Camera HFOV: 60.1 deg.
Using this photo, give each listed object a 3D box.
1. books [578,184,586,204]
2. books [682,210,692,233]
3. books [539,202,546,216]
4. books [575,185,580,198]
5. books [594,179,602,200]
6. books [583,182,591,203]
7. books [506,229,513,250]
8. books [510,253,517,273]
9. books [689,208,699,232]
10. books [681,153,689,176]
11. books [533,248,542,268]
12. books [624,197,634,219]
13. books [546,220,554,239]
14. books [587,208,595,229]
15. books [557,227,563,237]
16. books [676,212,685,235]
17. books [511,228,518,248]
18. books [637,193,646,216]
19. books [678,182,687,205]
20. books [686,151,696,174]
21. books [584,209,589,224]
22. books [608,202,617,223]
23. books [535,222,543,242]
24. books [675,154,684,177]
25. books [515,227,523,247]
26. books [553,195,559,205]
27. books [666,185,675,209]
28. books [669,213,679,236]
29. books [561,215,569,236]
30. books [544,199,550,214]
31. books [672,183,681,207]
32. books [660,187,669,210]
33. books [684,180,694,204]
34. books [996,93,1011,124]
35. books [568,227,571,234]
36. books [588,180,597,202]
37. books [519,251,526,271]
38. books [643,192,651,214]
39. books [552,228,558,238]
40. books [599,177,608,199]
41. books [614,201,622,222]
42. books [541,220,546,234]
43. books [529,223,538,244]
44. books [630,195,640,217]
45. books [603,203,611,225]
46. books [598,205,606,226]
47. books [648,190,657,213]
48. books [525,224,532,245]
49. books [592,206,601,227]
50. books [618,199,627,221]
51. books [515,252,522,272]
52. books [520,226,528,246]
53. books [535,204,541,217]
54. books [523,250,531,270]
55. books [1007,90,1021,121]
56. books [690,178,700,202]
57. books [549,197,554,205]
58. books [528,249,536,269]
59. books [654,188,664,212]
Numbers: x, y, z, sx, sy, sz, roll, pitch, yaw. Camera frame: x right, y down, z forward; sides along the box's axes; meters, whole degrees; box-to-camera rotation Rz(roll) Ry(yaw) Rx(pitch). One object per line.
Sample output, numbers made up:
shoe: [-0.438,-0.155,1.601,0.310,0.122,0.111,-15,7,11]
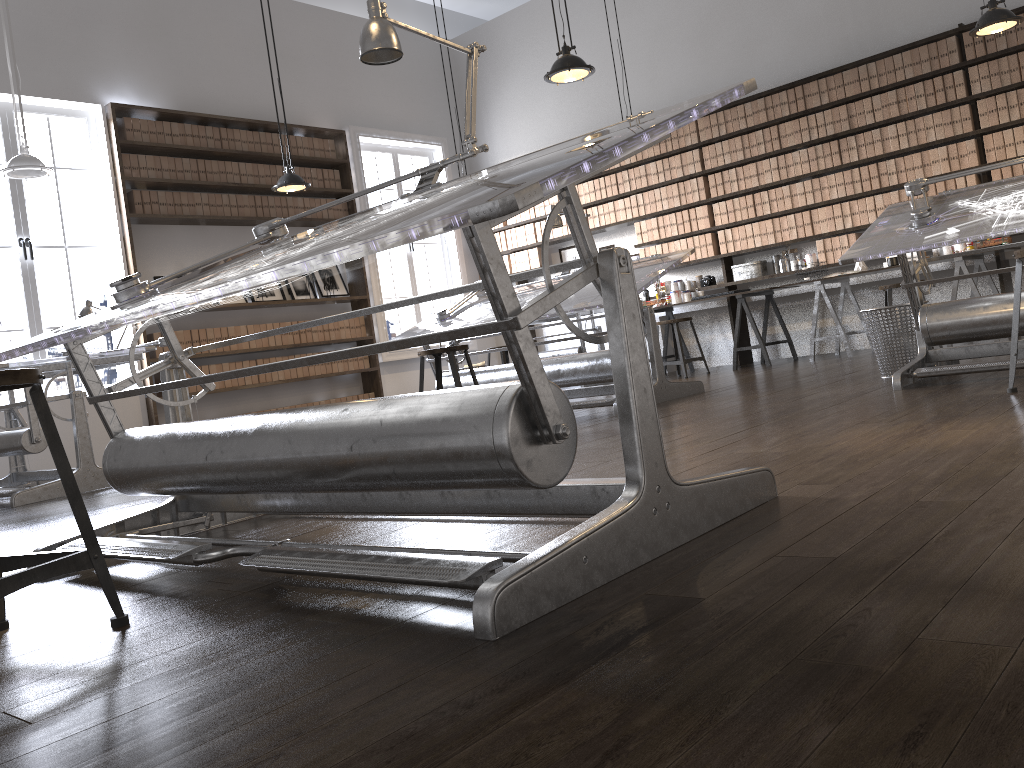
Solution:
books: [0.797,-2.023,9.476,0.066,0.226,0.175,-9,-1,41]
books: [1.755,-1.590,8.685,0.066,0.226,0.175,-9,-1,41]
books: [0.383,-1.972,9.834,0.066,0.226,0.175,-9,-1,41]
books: [0.744,-2.016,9.521,0.066,0.226,0.175,-9,-1,41]
books: [0.952,-2.041,9.330,0.066,0.226,0.175,-9,-1,41]
books: [0.847,-2.029,9.428,0.066,0.226,0.175,-9,-1,41]
books: [0.023,-1.659,10.176,0.066,0.226,0.175,-9,-1,41]
books: [0.071,-1.385,10.167,0.066,0.226,0.175,-9,-1,41]
books: [1.814,-1.597,8.640,0.066,0.226,0.175,-9,-1,41]
books: [1.736,-2.137,8.648,0.066,0.226,0.175,-9,-1,41]
books: [0.328,-1.416,9.946,0.066,0.226,0.175,-9,-1,41]
books: [1.244,-1.800,9.105,0.066,0.226,0.175,-9,-1,41]
books: [0.469,-1.706,9.793,0.066,0.226,0.175,-9,-1,41]
books: [0.888,-1.757,9.425,0.066,0.226,0.175,-9,-1,41]
books: [0.571,-1.718,9.700,0.066,0.226,0.175,-9,-1,41]
books: [1.703,-1.583,8.738,0.066,0.226,0.175,-9,-1,41]
books: [0.080,-1.666,10.132,0.066,0.226,0.175,-9,-1,41]
books: [1.357,-1.821,9.008,0.066,0.226,0.175,-9,-1,41]
books: [1.716,-1.864,8.696,0.066,0.226,0.175,-9,-1,41]
books: [1.781,-2.142,8.605,0.066,0.226,0.175,-9,-1,41]
books: [0.829,-1.749,9.470,0.066,0.226,0.175,-9,-1,41]
books: [1.093,-1.781,9.237,0.066,0.226,0.175,-9,-1,41]
books: [0.354,-1.692,9.891,0.066,0.226,0.175,-9,-1,41]
books: [1.683,-2.130,8.688,0.066,0.226,0.175,-9,-1,41]
books: [0.134,-1.672,10.089,0.066,0.226,0.175,-9,-1,41]
books: [0.538,-1.991,9.695,0.066,0.226,0.175,-9,-1,41]
books: [1.615,-1.852,8.783,0.066,0.226,0.175,-9,-1,41]
books: [1.647,-1.576,8.781,0.066,0.226,0.175,-9,-1,41]
books: [0.623,-1.724,9.650,0.066,0.226,0.175,-9,-1,41]
books: [0.438,-1.979,9.791,0.066,0.226,0.175,-9,-1,41]
books: [1.662,-1.858,8.736,0.066,0.226,0.175,-9,-1,41]
books: [1.567,-1.846,8.823,0.066,0.226,0.175,-9,-1,41]
books: [1.769,-1.871,8.650,0.066,0.226,0.175,-9,-1,41]
books: [3.813,-2.118,6.843,0.066,0.226,0.175,-9,-1,41]
books: [0.677,-1.731,9.602,0.066,0.226,0.175,-9,-1,41]
books: [0.898,-2.035,9.378,0.066,0.226,0.175,-9,-1,41]
books: [0.174,-1.398,10.081,0.066,0.226,0.175,-9,-1,41]
books: [1.411,-1.827,8.965,0.066,0.226,0.175,-9,-1,41]
books: [0.522,-1.712,9.748,0.066,0.226,0.175,-9,-1,41]
books: [1.002,-2.048,9.292,0.066,0.226,0.175,-9,-1,41]
books: [1.146,-1.788,9.197,0.066,0.226,0.175,-9,-1,41]
books: [0.414,-1.699,9.836,0.066,0.226,0.175,-9,-1,41]
books: [0.284,-1.690,9.947,0.066,0.226,0.175,-9,-1,41]
books: [1.301,-1.814,9.053,0.066,0.226,0.175,-9,-1,41]
books: [1.047,-1.776,9.285,0.066,0.226,0.175,-9,-1,41]
books: [0.994,-1.770,9.332,0.066,0.226,0.175,-9,-1,41]
books: [1.462,-1.834,8.918,0.066,0.226,0.175,-9,-1,41]
books: [0.240,-1.685,9.992,0.066,0.226,0.175,-9,-1,41]
books: [0.938,-1.763,9.375,0.066,0.226,0.175,-9,-1,41]
books: [1.192,-1.793,9.154,0.066,0.226,0.175,-9,-1,41]
books: [0.126,-1.392,10.121,0.066,0.226,0.175,-9,-1,41]
books: [0.185,-1.678,10.042,0.066,0.226,0.175,-9,-1,41]
books: [0.333,-1.967,9.884,0.066,0.226,0.175,-9,-1,41]
books: [0.221,-1.403,10.034,0.066,0.226,0.175,-9,-1,41]
books: [3.869,-2.125,6.799,0.066,0.226,0.175,-9,-1,41]
books: [1.819,-1.877,8.600,0.066,0.226,0.175,-9,-1,41]
books: [0.491,-1.986,9.744,0.066,0.226,0.175,-9,-1,41]
books: [0.277,-1.410,9.993,0.066,0.226,0.175,-9,-1,41]
books: [1.512,-1.839,8.869,0.066,0.226,0.175,-9,-1,41]
